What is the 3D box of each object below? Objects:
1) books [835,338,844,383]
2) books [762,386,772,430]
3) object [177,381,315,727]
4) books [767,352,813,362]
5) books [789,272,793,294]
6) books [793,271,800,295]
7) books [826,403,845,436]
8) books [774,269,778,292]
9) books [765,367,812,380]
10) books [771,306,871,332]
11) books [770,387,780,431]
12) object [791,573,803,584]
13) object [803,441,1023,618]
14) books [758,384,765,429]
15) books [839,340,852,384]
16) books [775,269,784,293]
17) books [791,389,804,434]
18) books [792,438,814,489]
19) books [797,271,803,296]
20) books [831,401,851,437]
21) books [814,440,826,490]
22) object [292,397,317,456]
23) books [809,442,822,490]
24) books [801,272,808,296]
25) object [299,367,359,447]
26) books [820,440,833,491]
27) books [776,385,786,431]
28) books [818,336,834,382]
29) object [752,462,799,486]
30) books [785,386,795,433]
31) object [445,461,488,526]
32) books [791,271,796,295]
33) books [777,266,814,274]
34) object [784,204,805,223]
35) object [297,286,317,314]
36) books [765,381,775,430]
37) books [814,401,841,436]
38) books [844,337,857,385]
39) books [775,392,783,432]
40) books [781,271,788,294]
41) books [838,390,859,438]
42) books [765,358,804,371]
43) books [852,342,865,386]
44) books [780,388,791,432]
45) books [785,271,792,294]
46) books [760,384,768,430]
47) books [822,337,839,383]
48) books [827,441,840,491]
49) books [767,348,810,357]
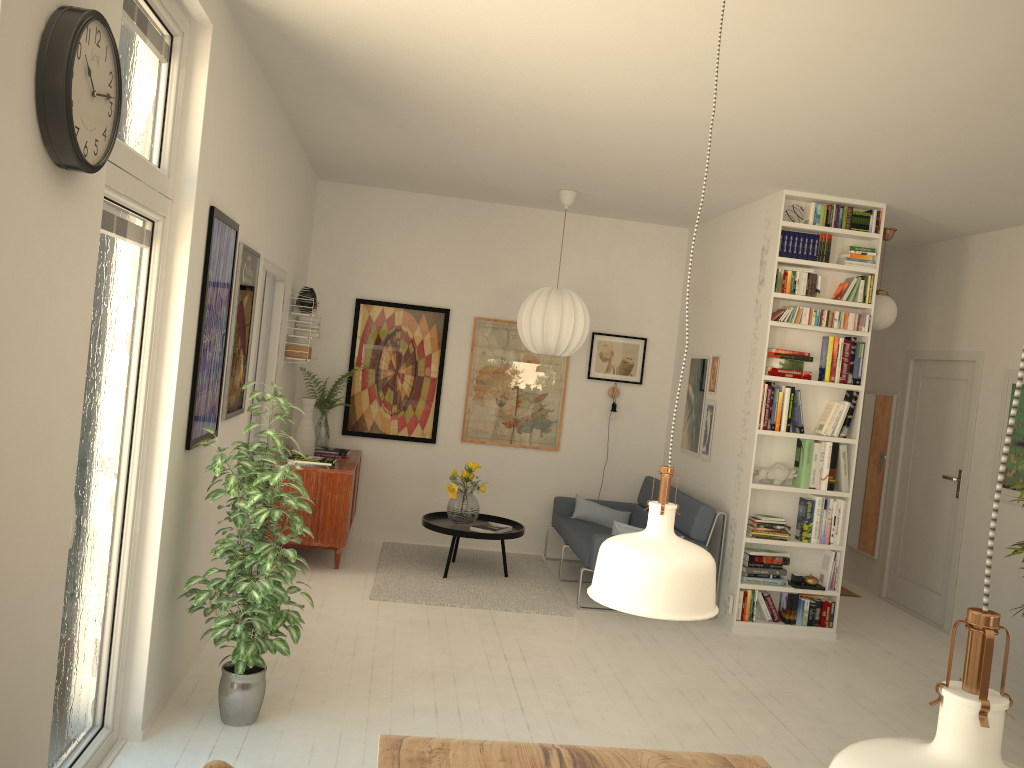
[{"bbox_3d":[2.151,-0.157,5.945,0.029,0.301,0.185,6,1,-7],"label":"books"},{"bbox_3d":[1.658,0.153,5.888,0.032,0.291,0.203,6,1,-7],"label":"books"},{"bbox_3d":[-1.081,0.690,3.678,0.569,1.424,0.513,7,2,36],"label":"object"},{"bbox_3d":[1.814,-0.181,5.914,0.314,0.035,0.205,6,2,-7],"label":"books"},{"bbox_3d":[1.807,-0.662,5.885,0.013,0.149,0.208,6,2,-7],"label":"books"},{"bbox_3d":[1.846,-0.659,5.874,0.012,0.155,0.208,6,2,-7],"label":"books"},{"bbox_3d":[2.134,0.235,5.934,0.105,0.225,0.138,6,1,-7],"label":"books"},{"bbox_3d":[1.702,-0.676,5.883,0.019,0.156,0.205,6,1,-7],"label":"books"},{"bbox_3d":[1.805,-0.070,5.895,0.300,0.056,0.202,6,2,-7],"label":"books"},{"bbox_3d":[2.007,-0.435,5.918,0.664,0.110,0.278,6,2,-7],"label":"books"},{"bbox_3d":[1.709,0.159,5.893,0.030,0.289,0.200,6,1,-7],"label":"books"},{"bbox_3d":[1.904,1.301,5.924,0.058,0.055,0.058,6,1,-7],"label":"object"},{"bbox_3d":[2.780,0.926,5.162,0.778,1.711,2.089,6,2,-26],"label":"object"},{"bbox_3d":[1.615,0.143,5.896,0.021,0.301,0.222,6,1,-7],"label":"books"},{"bbox_3d":[2.195,-0.148,5.944,0.059,0.291,0.182,6,1,-7],"label":"books"},{"bbox_3d":[1.733,-0.674,5.862,0.034,0.162,0.197,6,1,-7],"label":"books"},{"bbox_3d":[1.879,0.178,5.915,0.093,0.288,0.200,6,1,-7],"label":"books"},{"bbox_3d":[1.928,0.523,5.934,0.056,0.328,0.229,6,1,-7],"label":"books"},{"bbox_3d":[1.865,-0.660,5.893,0.028,0.159,0.223,6,2,-7],"label":"books"},{"bbox_3d":[2.176,0.232,5.962,0.092,0.244,0.196,6,1,-7],"label":"books"},{"bbox_3d":[2.029,0.536,5.969,0.023,0.321,0.235,6,1,-7],"label":"books"},{"bbox_3d":[-1.503,0.323,6.466,0.160,0.445,0.158,7,2,33],"label":"object"},{"bbox_3d":[1.986,0.540,5.945,0.065,0.311,0.200,6,1,-7],"label":"books"},{"bbox_3d":[1.897,-0.654,5.890,0.035,0.158,0.200,6,1,-7],"label":"books"},{"bbox_3d":[-1.480,0.186,7.109,0.476,0.686,0.398,6,1,-5],"label":"object"},{"bbox_3d":[2.062,0.539,5.959,0.037,0.324,0.240,6,1,-7],"label":"books"},{"bbox_3d":[1.757,0.159,5.909,0.020,0.304,0.193,6,1,-7],"label":"books"},{"bbox_3d":[2.083,-0.168,5.948,0.032,0.300,0.200,6,1,-7],"label":"books"},{"bbox_3d":[1.741,0.591,5.881,0.311,0.150,0.137,6,1,1],"label":"object"},{"bbox_3d":[1.818,0.164,5.895,0.033,0.306,0.150,6,1,-7],"label":"books"},{"bbox_3d":[-0.356,0.808,6.563,0.291,0.471,0.361,7,2,31],"label":"object"},{"bbox_3d":[1.826,-0.663,5.888,0.024,0.155,0.188,6,1,-7],"label":"books"},{"bbox_3d":[1.847,-0.752,5.886,0.255,0.022,0.189,6,2,3],"label":"books"},{"bbox_3d":[1.855,-1.112,5.816,0.131,0.131,0.131,6,1,-11],"label":"object"},{"bbox_3d":[-1.479,-0.603,6.398,0.139,0.200,0.139,7,2,37],"label":"object"},{"bbox_3d":[1.685,0.143,5.891,0.021,0.317,0.179,6,1,-7],"label":"books"},{"bbox_3d":[2.100,0.229,5.922,0.115,0.232,0.133,6,1,-7],"label":"books"},{"bbox_3d":[2.242,-0.156,5.949,0.039,0.317,0.161,6,1,-7],"label":"books"},{"bbox_3d":[1.734,0.178,5.890,0.024,0.260,0.199,6,1,-7],"label":"books"},{"bbox_3d":[1.763,-0.666,5.869,0.030,0.149,0.202,6,2,-7],"label":"books"},{"bbox_3d":[2.232,0.200,5.960,0.092,0.319,0.179,6,1,-7],"label":"books"},{"bbox_3d":[1.808,-0.129,5.902,0.268,0.064,0.128,5,2,-37],"label":"books"},{"bbox_3d":[2.287,-0.137,5.954,0.054,0.289,0.179,6,1,-7],"label":"books"},{"bbox_3d":[1.784,0.167,5.899,0.032,0.291,0.189,6,1,-7],"label":"books"},{"bbox_3d":[1.791,-0.665,5.868,0.023,0.152,0.199,6,1,-7],"label":"books"},{"bbox_3d":[1.633,0.145,5.893,0.015,0.301,0.207,6,1,-7],"label":"books"},{"bbox_3d":[2.119,-0.161,5.946,0.039,0.302,0.199,6,1,-7],"label":"books"},{"bbox_3d":[2.110,0.542,5.960,0.056,0.327,0.202,6,1,-7],"label":"books"},{"bbox_3d":[1.810,-0.210,5.905,0.266,0.026,0.203,6,2,-18],"label":"books"}]
